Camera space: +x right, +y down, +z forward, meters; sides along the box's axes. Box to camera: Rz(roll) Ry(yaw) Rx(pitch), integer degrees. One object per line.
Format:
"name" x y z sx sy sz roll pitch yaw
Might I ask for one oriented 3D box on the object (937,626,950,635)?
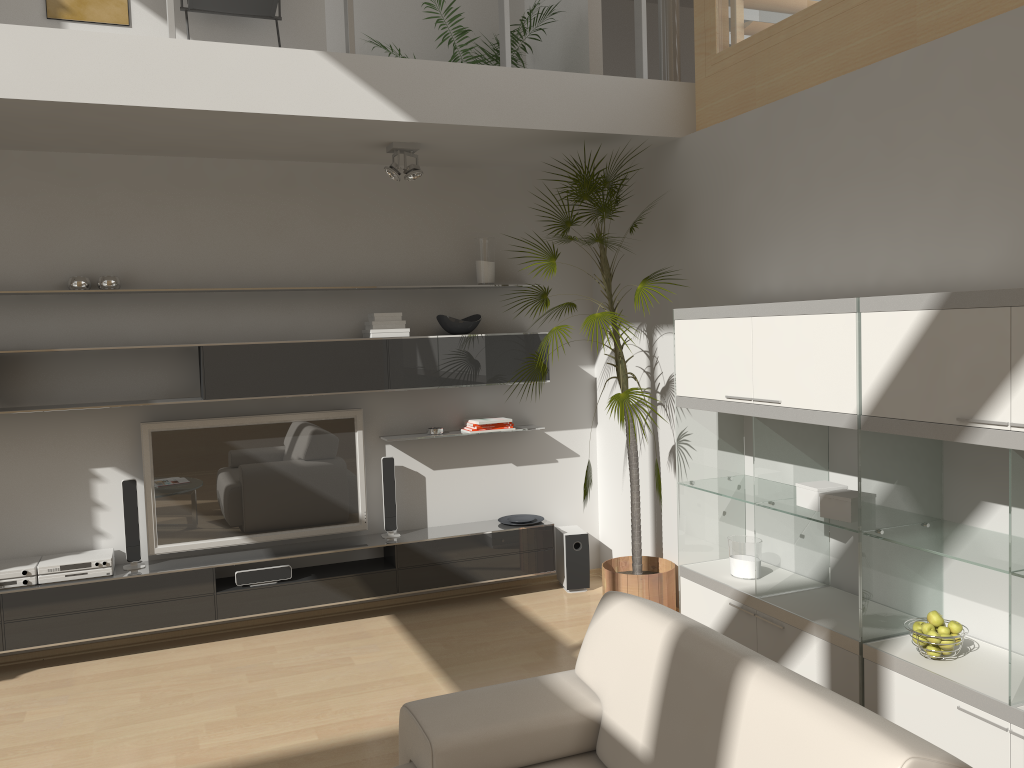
"object" 1.487 0.851 3.053 0.040 0.038 0.040 1 5 39

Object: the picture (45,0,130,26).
"picture" -2.877 -2.788 4.427 1.684 1.800 0.010 -3 4 -22

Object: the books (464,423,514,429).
"books" -0.144 0.257 5.552 0.254 0.015 0.190 -4 4 -26

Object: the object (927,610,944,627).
"object" 1.469 0.814 3.076 0.055 0.056 0.055 -3 4 -22

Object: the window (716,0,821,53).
"window" 1.527 -2.785 3.449 0.020 2.200 2.525 -3 4 -22

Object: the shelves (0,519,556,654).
"shelves" -1.747 1.137 4.918 4.236 0.312 0.300 -3 4 -22

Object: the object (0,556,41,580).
"object" -2.627 0.959 4.554 0.349 0.049 0.262 -3 4 -22

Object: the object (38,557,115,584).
"object" -2.299 0.988 4.695 0.349 0.049 0.250 -3 4 -22

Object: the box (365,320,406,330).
"box" -0.753 -0.348 5.260 0.200 0.047 0.200 -3 4 -22

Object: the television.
"television" -1.460 0.543 5.116 1.224 0.735 0.096 -3 4 -22

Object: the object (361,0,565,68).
"object" -0.234 -2.209 5.893 1.331 1.069 1.491 -4 4 -24

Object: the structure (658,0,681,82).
"structure" 0.873 -2.862 5.029 0.122 2.400 0.121 -1 4 20

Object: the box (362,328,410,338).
"box" -0.749 -0.301 5.263 0.232 0.047 0.232 -3 4 -22

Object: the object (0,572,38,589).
"object" -2.626 1.007 4.557 0.349 0.049 0.262 -3 4 -22

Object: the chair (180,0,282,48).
"chair" -1.476 -1.974 4.705 0.628 0.825 0.537 -3 4 -22

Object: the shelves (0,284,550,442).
"shelves" -1.787 -0.059 4.844 4.236 0.914 0.300 -3 4 -22

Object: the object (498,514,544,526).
"object" 0.057 0.867 5.623 0.294 0.020 0.294 -1 4 17

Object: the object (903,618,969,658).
"object" 1.469 0.894 3.072 0.206 0.105 0.206 0 4 23

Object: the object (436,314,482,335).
"object" -0.320 -0.364 5.427 0.317 0.125 0.223 -5 5 -43

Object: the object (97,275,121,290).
"object" -2.142 -0.538 4.717 0.115 0.081 0.115 -5 5 -41

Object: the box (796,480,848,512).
"box" 1.273 0.460 3.648 0.146 0.094 0.146 -3 4 -17

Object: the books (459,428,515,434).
"books" -0.156 0.283 5.547 0.296 0.013 0.210 -3 4 -22

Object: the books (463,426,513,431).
"books" -0.152 0.271 5.548 0.268 0.011 0.190 -3 4 -20

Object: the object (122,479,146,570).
"object" -2.063 0.755 4.810 0.111 0.483 0.116 -4 4 -25

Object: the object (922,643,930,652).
"object" 1.456 0.920 3.101 0.038 0.038 0.038 -3 4 -18

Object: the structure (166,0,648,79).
"structure" -1.542 -1.961 3.919 5.400 0.900 0.080 -3 4 -22

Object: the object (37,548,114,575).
"object" -2.298 0.939 4.687 0.349 0.049 0.262 -3 4 -22

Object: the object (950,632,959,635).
"object" 1.526 0.870 3.081 0.047 0.045 0.047 -3 4 -18

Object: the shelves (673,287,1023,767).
"shelves" 1.443 0.558 3.290 0.408 1.756 2.432 -3 4 -22

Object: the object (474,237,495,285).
"object" -0.166 -0.759 5.516 0.129 0.291 0.129 1 5 40

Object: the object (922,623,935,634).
"object" 1.435 0.846 3.058 0.044 0.043 0.040 -2 4 -7

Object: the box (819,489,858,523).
"box" 1.302 0.472 3.444 0.146 0.094 0.146 -4 4 -32

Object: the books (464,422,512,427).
"books" -0.153 0.242 5.551 0.254 0.015 0.190 -3 4 -20

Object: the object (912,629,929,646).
"object" 1.417 0.880 3.075 0.053 0.055 0.054 0 4 33

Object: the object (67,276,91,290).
"object" -2.294 -0.532 4.701 0.115 0.081 0.115 -5 5 -41

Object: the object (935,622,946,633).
"object" 1.491 0.847 3.109 0.055 0.054 0.050 1 4 37

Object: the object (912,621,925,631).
"object" 1.437 0.861 3.116 0.054 0.048 0.055 -4 4 -29

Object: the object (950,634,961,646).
"object" 1.517 0.876 3.038 0.039 0.040 0.040 -4 4 -30

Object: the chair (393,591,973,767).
"chair" 0.328 1.115 2.212 1.165 0.846 1.562 -3 4 -22

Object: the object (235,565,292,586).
"object" -1.392 1.070 4.962 0.300 0.092 0.085 -3 4 -22

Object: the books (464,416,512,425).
"books" -0.152 0.227 5.536 0.227 0.017 0.230 -4 4 -27

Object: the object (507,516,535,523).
"object" 0.057 0.864 5.623 0.178 0.020 0.178 -5 5 -39

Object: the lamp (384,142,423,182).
"lamp" -0.590 -1.198 4.816 0.214 0.195 0.150 -3 4 -22

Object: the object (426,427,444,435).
"object" -0.472 0.288 5.449 0.106 0.035 0.105 -1 4 14

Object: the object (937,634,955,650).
"object" 1.478 0.877 3.022 0.058 0.058 0.058 1 4 35

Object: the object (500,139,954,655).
"object" 0.934 0.054 4.315 0.983 2.668 2.706 -5 5 -42

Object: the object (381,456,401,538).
"object" -0.741 0.678 5.349 0.111 0.483 0.116 -3 4 -15

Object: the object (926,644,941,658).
"object" 1.449 0.918 3.048 0.048 0.048 0.048 -3 4 -11

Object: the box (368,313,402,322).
"box" -0.754 -0.395 5.256 0.168 0.047 0.168 -3 4 -22

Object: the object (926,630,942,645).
"object" 1.435 0.861 3.016 0.047 0.048 0.047 0 4 30

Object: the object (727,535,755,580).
"object" 1.084 0.809 4.130 0.130 0.177 0.172 -4 4 -32

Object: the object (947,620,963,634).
"object" 1.526 0.838 3.053 0.047 0.045 0.047 -3 4 -21

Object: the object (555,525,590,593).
"object" 0.392 1.134 5.746 0.150 0.374 0.275 -3 4 -11
